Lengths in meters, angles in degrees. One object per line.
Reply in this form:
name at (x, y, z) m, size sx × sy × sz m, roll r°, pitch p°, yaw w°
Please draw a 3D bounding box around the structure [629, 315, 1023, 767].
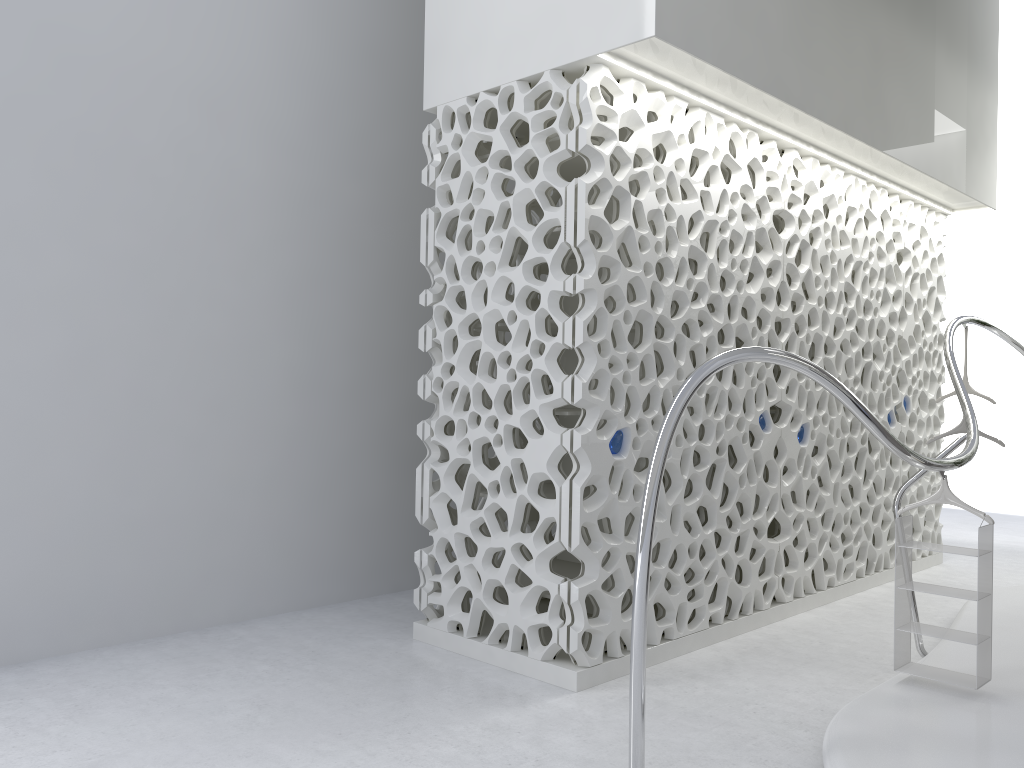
structure at (4.204, 0.533, 3.610) m, size 5.433 × 2.080 × 5.250 m, roll 1°, pitch -1°, yaw 40°
